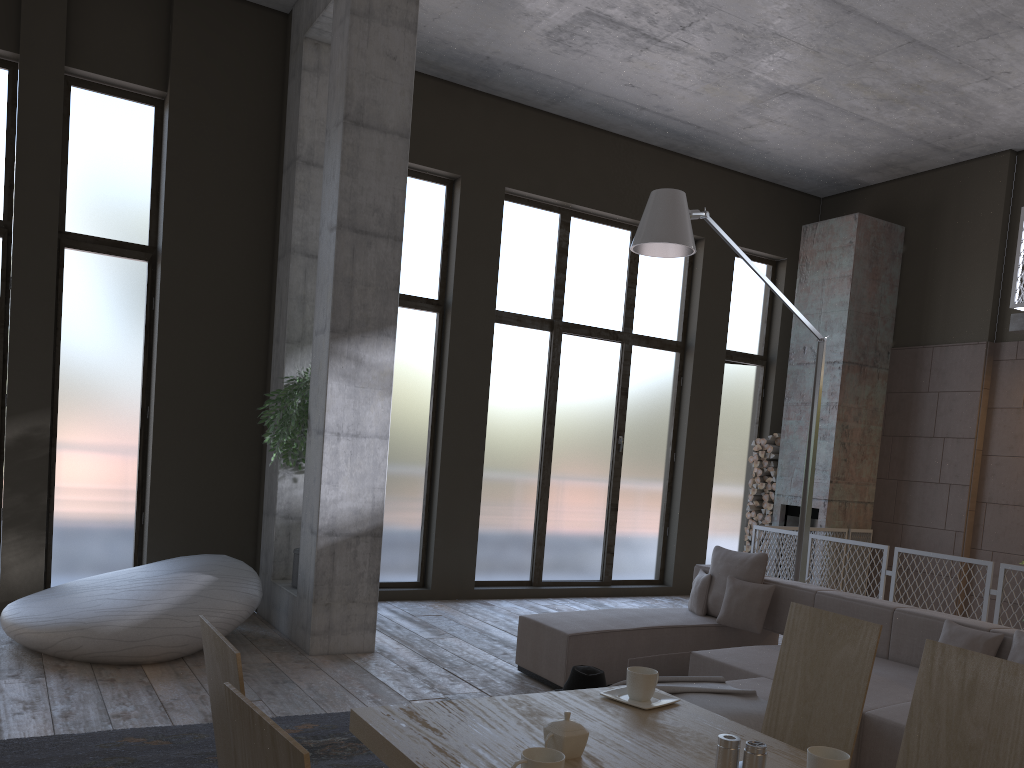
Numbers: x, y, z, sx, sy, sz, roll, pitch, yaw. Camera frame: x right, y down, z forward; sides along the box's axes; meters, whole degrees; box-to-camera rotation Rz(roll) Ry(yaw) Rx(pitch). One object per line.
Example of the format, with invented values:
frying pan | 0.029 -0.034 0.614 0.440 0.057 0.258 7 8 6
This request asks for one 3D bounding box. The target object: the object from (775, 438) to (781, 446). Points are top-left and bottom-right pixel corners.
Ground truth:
object | 3.406 0.732 10.883 0.295 0.108 0.098 6 -1 -29

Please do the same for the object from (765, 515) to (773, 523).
object | 3.254 1.665 10.802 0.294 0.103 0.100 7 -1 -31

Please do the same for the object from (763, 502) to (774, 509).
object | 3.322 1.521 10.921 0.439 0.094 0.091 7 -1 -29

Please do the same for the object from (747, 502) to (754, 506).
object | 3.163 1.538 11.150 0.365 0.068 0.121 7 -3 -31

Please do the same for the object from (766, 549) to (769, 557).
object | 3.293 2.091 10.849 0.365 0.126 0.063 6 1 -29

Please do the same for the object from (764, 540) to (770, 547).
object | 3.322 1.983 10.875 0.482 0.084 0.093 7 -2 -29

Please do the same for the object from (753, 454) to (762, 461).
object | 3.222 0.941 11.015 0.457 0.090 0.090 7 -1 -31

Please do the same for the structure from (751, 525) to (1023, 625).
structure | 4.478 2.027 7.996 1.935 0.937 4.404 6 -4 -30

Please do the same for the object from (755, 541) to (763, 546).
object | 3.215 2.009 11.022 0.437 0.080 0.114 7 -3 -31

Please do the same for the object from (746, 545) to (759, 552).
object | 3.155 2.081 11.072 0.482 0.084 0.093 7 -2 -31

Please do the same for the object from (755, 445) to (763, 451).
object | 3.241 0.813 10.983 0.437 0.080 0.112 7 -2 -31

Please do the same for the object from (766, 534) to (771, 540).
object | 3.345 1.906 10.888 0.437 0.080 0.114 7 -3 -31

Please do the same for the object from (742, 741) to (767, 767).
object | 0.534 0.847 1.934 0.052 0.110 0.052 5 3 15

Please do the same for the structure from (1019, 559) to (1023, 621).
structure | 5.860 1.126 7.740 1.009 3.843 2.604 2 2 -30

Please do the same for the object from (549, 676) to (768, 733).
object | 0.481 1.686 4.180 1.600 0.505 1.041 5 -3 -12

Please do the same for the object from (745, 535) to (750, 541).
object | 3.158 1.964 11.208 0.438 0.108 0.079 7 0 -30

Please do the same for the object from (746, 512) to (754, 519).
object | 3.174 1.682 11.180 0.439 0.093 0.091 7 -1 -29

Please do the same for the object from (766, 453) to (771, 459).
object | 3.322 0.904 10.881 0.425 0.067 0.067 7 -1 -31

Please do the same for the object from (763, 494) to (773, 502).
object | 3.254 1.414 10.896 0.295 0.108 0.098 7 -1 -31

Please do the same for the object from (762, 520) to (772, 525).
object | 3.288 1.723 10.923 0.365 0.068 0.121 7 -3 -29

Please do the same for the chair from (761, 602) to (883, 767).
chair | 0.605 1.249 2.523 0.724 1.202 0.345 4 4 -27

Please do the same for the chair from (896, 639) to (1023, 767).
chair | 0.804 1.229 2.056 0.724 1.202 0.345 4 4 -25

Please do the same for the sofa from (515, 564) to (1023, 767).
sofa | 1.191 1.692 5.305 3.025 0.789 2.981 7 -4 -30

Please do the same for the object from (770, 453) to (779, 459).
object | 3.362 0.901 10.811 0.425 0.068 0.066 7 -1 -31

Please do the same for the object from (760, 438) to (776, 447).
object | 3.231 0.739 10.914 0.293 0.103 0.103 7 -1 -31

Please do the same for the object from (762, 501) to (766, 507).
object | 3.307 1.510 11.000 0.364 0.087 0.100 7 -2 -29

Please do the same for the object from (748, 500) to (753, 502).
object | 3.187 1.472 11.167 0.425 0.072 0.067 7 -1 -29

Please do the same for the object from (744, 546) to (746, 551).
object | 3.118 2.093 11.139 0.424 0.068 0.067 7 -1 -31

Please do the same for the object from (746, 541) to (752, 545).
object | 3.152 2.067 11.232 0.366 0.119 0.069 7 1 -30

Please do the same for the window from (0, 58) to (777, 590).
window | -0.740 0.034 8.957 9.250 4.199 0.207 6 3 -32

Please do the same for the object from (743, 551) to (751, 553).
object | 3.137 2.166 11.152 0.457 0.090 0.090 7 -1 -28

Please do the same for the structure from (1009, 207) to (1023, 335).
structure | 5.235 0.419 6.626 3.049 4.340 3.654 4 1 -30

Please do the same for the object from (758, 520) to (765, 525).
object | 3.240 1.740 11.013 0.361 0.075 0.064 7 -1 -32

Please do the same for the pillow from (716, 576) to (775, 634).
pillow | 1.693 1.600 6.356 0.374 0.374 0.169 4 2 33

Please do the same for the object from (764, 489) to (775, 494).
object | 3.284 1.341 10.911 0.334 0.057 0.088 7 -3 -29

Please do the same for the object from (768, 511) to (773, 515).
object | 3.263 1.590 10.789 0.251 0.048 0.062 7 -2 -31

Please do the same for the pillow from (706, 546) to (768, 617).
pillow | 1.662 1.515 6.624 0.222 0.560 0.559 3 1 -28

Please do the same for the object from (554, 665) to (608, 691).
object | 0.348 1.400 4.087 0.300 0.170 0.300 7 -3 -43

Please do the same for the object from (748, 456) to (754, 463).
object | 3.180 0.968 11.095 0.439 0.093 0.091 7 -1 -31

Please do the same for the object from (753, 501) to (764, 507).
object | 3.246 1.524 11.083 0.437 0.080 0.114 7 -2 -29

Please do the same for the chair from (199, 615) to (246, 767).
chair | -0.327 1.132 1.978 0.724 1.202 0.345 3 4 -30

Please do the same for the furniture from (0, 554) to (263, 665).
furniture | -2.761 1.633 6.329 1.790 0.815 1.630 4 -3 7

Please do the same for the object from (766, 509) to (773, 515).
object | 3.332 1.597 10.886 0.424 0.067 0.067 7 -1 -29

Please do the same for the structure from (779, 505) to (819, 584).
structure | 3.451 1.917 10.422 0.057 0.933 0.570 2 3 -30

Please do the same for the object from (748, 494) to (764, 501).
object | 3.193 1.448 11.099 0.457 0.090 0.090 7 -1 -28

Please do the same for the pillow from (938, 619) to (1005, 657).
pillow | 2.594 1.566 5.044 0.187 0.360 0.368 3 1 -30

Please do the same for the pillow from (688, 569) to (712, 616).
pillow | 1.478 1.647 6.870 0.151 0.378 0.368 5 0 3

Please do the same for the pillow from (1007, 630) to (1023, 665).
pillow | 2.811 1.521 4.713 0.188 0.368 0.360 3 1 -25

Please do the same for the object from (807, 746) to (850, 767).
object | 0.719 0.884 2.008 0.093 0.088 0.117 4 -1 14

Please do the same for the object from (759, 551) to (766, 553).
object | 3.197 2.131 10.949 0.295 0.108 0.098 7 -1 -31

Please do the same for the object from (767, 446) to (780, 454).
object | 3.342 0.822 10.838 0.439 0.093 0.093 7 -1 -31

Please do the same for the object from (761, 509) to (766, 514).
object | 3.291 1.601 10.956 0.424 0.068 0.067 7 -1 -29

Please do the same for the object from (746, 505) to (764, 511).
object | 3.135 1.569 11.052 0.424 0.073 0.071 7 -1 -29

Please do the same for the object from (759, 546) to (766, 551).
object | 3.227 2.059 10.963 0.334 0.057 0.088 7 -3 -29

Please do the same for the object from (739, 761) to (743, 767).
object | 0.523 0.883 1.998 0.051 0.045 0.050 5 -1 -12

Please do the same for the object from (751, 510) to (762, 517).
object | 3.223 1.651 11.105 0.457 0.090 0.090 7 -1 -29

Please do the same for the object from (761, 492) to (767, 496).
object | 3.273 1.385 10.979 0.361 0.075 0.064 7 -1 -28

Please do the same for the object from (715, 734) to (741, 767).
object | 0.480 0.843 1.958 0.052 0.112 0.052 5 3 15

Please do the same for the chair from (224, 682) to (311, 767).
chair | -0.116 1.114 1.518 0.724 1.202 0.345 3 4 -34
